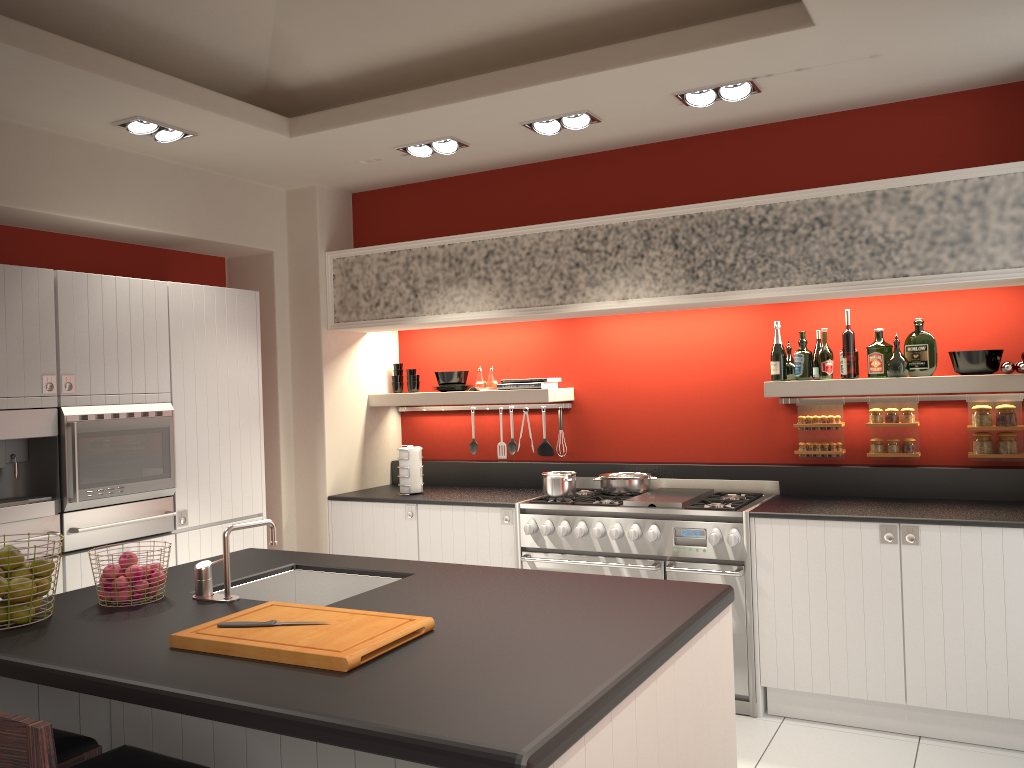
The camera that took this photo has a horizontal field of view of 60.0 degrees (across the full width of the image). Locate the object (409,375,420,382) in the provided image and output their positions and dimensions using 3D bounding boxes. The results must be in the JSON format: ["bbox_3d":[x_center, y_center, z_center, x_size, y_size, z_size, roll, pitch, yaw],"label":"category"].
[{"bbox_3d":[-0.661,-0.023,6.024,0.070,0.076,0.070,-2,0,0],"label":"object"}]

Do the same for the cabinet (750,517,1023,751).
[{"bbox_3d":[1.950,1.127,4.350,1.361,0.993,0.687,-2,0,28],"label":"cabinet"}]

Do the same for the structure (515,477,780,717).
[{"bbox_3d":[0.753,1.112,4.945,1.322,1.085,0.778,-2,0,28],"label":"structure"}]

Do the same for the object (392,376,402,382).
[{"bbox_3d":[-0.783,-0.018,6.033,0.070,0.076,0.070,-2,0,0],"label":"object"}]

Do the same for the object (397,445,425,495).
[{"bbox_3d":[-0.645,0.543,5.627,0.168,0.304,0.163,-2,0,-33],"label":"object"}]

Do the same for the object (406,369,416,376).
[{"bbox_3d":[-0.699,-0.065,6.164,0.070,0.076,0.070,-2,0,0],"label":"object"}]

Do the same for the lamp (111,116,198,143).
[{"bbox_3d":[-1.762,-1.262,4.383,0.199,0.084,0.361,-2,0,28],"label":"lamp"}]

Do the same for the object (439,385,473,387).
[{"bbox_3d":[-0.403,0.022,5.974,0.280,0.016,0.280,-2,0,28],"label":"object"}]

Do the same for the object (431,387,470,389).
[{"bbox_3d":[-0.402,0.033,5.974,0.280,0.016,0.280,-2,0,28],"label":"object"}]

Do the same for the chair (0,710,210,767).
[{"bbox_3d":[-0.972,1.191,2.063,0.383,1.008,0.474,-2,0,30],"label":"chair"}]

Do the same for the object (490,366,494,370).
[{"bbox_3d":[-0.132,-0.102,5.847,0.026,0.032,0.023,-2,0,11],"label":"object"}]

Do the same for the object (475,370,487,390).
[{"bbox_3d":[-0.206,-0.025,5.797,0.076,0.131,0.076,-2,0,-19],"label":"object"}]

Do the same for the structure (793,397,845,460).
[{"bbox_3d":[1.703,0.250,4.915,0.256,0.347,0.130,-2,0,28],"label":"structure"}]

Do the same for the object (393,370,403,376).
[{"bbox_3d":[-0.796,-0.061,6.217,0.070,0.076,0.070,-2,0,0],"label":"object"}]

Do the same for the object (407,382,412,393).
[{"bbox_3d":[-0.696,0.023,6.164,0.070,0.076,0.070,-2,0,0],"label":"object"}]

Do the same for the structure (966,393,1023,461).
[{"bbox_3d":[2.457,0.224,4.507,0.256,0.347,0.130,-2,0,28],"label":"structure"}]

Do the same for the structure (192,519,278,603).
[{"bbox_3d":[-0.899,0.569,2.868,0.183,0.249,0.224,-2,0,29],"label":"structure"}]

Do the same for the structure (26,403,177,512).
[{"bbox_3d":[-1.970,0.340,4.323,0.332,0.473,0.610,-2,0,28],"label":"structure"}]

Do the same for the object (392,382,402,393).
[{"bbox_3d":[-0.782,0.026,6.033,0.070,0.076,0.070,-2,0,0],"label":"object"}]

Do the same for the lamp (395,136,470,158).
[{"bbox_3d":[-0.438,-1.315,4.862,0.361,0.109,0.199,-2,0,28],"label":"lamp"}]

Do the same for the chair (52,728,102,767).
[{"bbox_3d":[-1.377,1.206,2.283,0.383,1.008,0.474,-2,0,28],"label":"chair"}]

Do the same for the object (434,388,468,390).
[{"bbox_3d":[-0.402,0.038,5.974,0.280,0.016,0.280,-2,0,28],"label":"object"}]

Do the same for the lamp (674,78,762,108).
[{"bbox_3d":[0.953,-1.365,4.109,0.361,0.103,0.199,-2,0,28],"label":"lamp"}]

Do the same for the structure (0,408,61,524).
[{"bbox_3d":[-2.334,0.354,3.808,0.453,0.470,0.623,-2,0,28],"label":"structure"}]

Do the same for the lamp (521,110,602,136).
[{"bbox_3d":[0.249,-1.340,4.491,0.361,0.104,0.199,-2,0,28],"label":"lamp"}]

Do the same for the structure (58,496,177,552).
[{"bbox_3d":[-1.885,0.669,4.286,0.129,0.177,0.617,-2,0,28],"label":"structure"}]

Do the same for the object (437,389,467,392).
[{"bbox_3d":[-0.402,0.044,5.974,0.280,0.016,0.280,-2,0,28],"label":"object"}]

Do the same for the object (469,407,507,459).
[{"bbox_3d":[-0.167,0.331,5.978,0.287,0.351,0.022,-2,0,29],"label":"object"}]

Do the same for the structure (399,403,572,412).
[{"bbox_3d":[-0.207,0.160,6.028,1.355,0.034,0.054,-2,0,28],"label":"structure"}]

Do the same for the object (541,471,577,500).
[{"bbox_3d":[0.271,0.582,5.068,0.201,0.148,0.201,-2,0,21],"label":"object"}]

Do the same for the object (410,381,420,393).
[{"bbox_3d":[-0.659,0.021,6.023,0.070,0.076,0.070,-2,0,0],"label":"object"}]

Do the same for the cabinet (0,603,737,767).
[{"bbox_3d":[-0.527,1.222,2.633,2.034,1.011,1.423,-2,0,28],"label":"cabinet"}]

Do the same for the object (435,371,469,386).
[{"bbox_3d":[-0.404,-0.030,5.975,0.232,0.108,0.232,-2,0,-20],"label":"object"}]

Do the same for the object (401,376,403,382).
[{"bbox_3d":[-0.795,-0.018,6.217,0.070,0.076,0.070,-2,0,0],"label":"object"}]

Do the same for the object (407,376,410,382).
[{"bbox_3d":[-0.697,-0.021,6.164,0.070,0.076,0.070,-2,0,0],"label":"object"}]

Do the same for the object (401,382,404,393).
[{"bbox_3d":[-0.793,0.026,6.217,0.070,0.076,0.070,-2,0,0],"label":"object"}]

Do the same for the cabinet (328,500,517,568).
[{"bbox_3d":[-0.393,1.210,5.619,1.361,0.993,0.687,-2,0,28],"label":"cabinet"}]

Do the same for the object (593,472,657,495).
[{"bbox_3d":[0.668,0.587,5.222,0.309,0.105,0.309,-2,0,-34],"label":"object"}]

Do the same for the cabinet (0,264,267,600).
[{"bbox_3d":[-2.339,0.616,4.173,0.716,2.250,2.557,-2,0,28],"label":"cabinet"}]

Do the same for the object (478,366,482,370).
[{"bbox_3d":[-0.209,-0.100,5.798,0.023,0.031,0.024,-2,0,-20],"label":"object"}]

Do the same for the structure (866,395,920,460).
[{"bbox_3d":[2.035,0.239,4.736,0.256,0.347,0.130,-2,0,28],"label":"structure"}]

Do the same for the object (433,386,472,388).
[{"bbox_3d":[-0.402,0.027,5.974,0.280,0.016,0.280,-2,0,28],"label":"object"}]

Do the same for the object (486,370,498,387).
[{"bbox_3d":[-0.132,-0.027,5.847,0.077,0.134,0.076,-2,0,12],"label":"object"}]

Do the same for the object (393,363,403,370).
[{"bbox_3d":[-0.798,-0.105,6.218,0.070,0.076,0.070,-2,0,0],"label":"object"}]

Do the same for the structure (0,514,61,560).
[{"bbox_3d":[-2.185,0.678,3.731,0.129,0.177,0.617,-2,0,28],"label":"structure"}]

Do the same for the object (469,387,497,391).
[{"bbox_3d":[-0.167,0.030,5.821,0.183,0.027,0.160,-2,0,-33],"label":"object"}]
